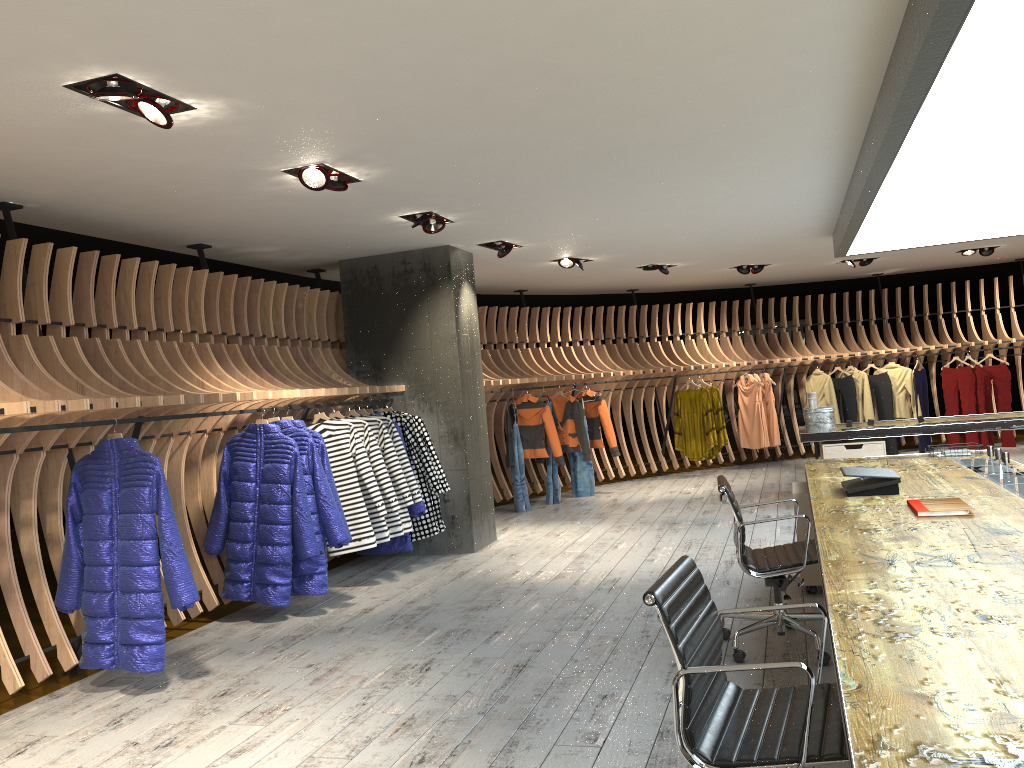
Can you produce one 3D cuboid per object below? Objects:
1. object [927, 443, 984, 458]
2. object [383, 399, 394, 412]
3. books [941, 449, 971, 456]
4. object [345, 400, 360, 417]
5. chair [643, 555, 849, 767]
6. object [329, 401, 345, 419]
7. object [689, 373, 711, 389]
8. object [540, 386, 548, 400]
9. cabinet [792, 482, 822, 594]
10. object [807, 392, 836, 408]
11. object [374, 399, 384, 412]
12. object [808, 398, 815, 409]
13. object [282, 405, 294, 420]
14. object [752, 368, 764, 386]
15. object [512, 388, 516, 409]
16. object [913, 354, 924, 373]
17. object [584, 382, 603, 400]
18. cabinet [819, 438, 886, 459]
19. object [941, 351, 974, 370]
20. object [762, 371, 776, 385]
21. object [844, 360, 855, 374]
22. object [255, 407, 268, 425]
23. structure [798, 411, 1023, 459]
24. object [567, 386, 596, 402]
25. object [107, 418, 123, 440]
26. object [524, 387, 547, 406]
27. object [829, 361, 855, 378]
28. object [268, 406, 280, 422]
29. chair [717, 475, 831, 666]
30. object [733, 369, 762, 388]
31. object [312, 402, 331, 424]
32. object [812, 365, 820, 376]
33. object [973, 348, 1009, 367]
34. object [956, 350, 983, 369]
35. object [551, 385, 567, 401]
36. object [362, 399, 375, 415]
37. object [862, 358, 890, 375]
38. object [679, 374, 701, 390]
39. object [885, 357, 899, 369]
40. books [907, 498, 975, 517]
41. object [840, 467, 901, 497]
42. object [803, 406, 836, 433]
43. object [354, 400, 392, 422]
[{"bbox_3d":[2.869,0.432,5.741,0.302,0.074,0.217,-5,-1,12],"label":"object"},{"bbox_3d":[-1.091,0.284,7.994,0.517,0.313,0.012,-5,-2,17],"label":"object"},{"bbox_3d":[2.872,0.442,5.737,0.155,0.025,0.110,-5,-1,12],"label":"books"},{"bbox_3d":[-1.302,0.287,7.300,0.517,0.313,0.012,-5,-2,17],"label":"object"},{"bbox_3d":[0.732,0.936,2.391,0.667,0.860,0.693,-5,-1,13],"label":"chair"},{"bbox_3d":[-1.380,0.292,7.049,0.517,0.313,0.012,-5,-2,17],"label":"object"},{"bbox_3d":[2.686,-0.021,12.644,0.012,0.270,0.524,-4,-1,-43],"label":"object"},{"bbox_3d":[0.395,0.145,10.957,0.023,0.243,0.549,-5,-1,14],"label":"object"},{"bbox_3d":[2.385,0.938,5.579,1.131,0.630,0.593,-5,-1,17],"label":"cabinet"},{"bbox_3d":[3.133,0.178,8.966,0.262,0.204,0.088,-5,-1,16],"label":"object"},{"bbox_3d":[-1.144,0.289,7.813,0.516,0.316,0.012,-5,-2,17],"label":"object"},{"bbox_3d":[3.009,0.195,8.914,0.062,0.109,0.062,-5,-1,-17],"label":"object"},{"bbox_3d":[-1.616,0.287,6.390,0.525,0.270,0.012,-5,-2,17],"label":"object"},{"bbox_3d":[3.528,-0.094,12.949,0.012,0.270,0.525,-5,-1,-13],"label":"object"},{"bbox_3d":[0.016,0.174,10.484,0.023,0.243,0.549,-5,-1,-1],"label":"object"},{"bbox_3d":[6.027,-0.309,13.151,0.012,0.270,0.525,-6,-1,42],"label":"object"},{"bbox_3d":[0.982,0.112,11.552,0.012,0.270,0.524,-4,-1,-43],"label":"object"},{"bbox_3d":[3.491,0.875,9.112,0.593,0.630,1.132,-5,-1,17],"label":"cabinet"},{"bbox_3d":[6.552,-0.352,13.076,0.012,0.270,0.524,-4,-1,-28],"label":"object"},{"bbox_3d":[3.689,-0.108,12.976,0.012,0.270,0.525,-4,-1,-18],"label":"object"},{"bbox_3d":[5.038,-0.219,13.188,0.012,0.270,0.524,-4,-1,-28],"label":"object"},{"bbox_3d":[-1.726,0.307,6.090,0.523,0.292,0.012,-5,-2,17],"label":"object"},{"bbox_3d":[2.751,0.750,0.303,4.833,0.844,18.477,-5,-1,17],"label":"structure"},{"bbox_3d":[0.802,0.114,11.388,0.549,0.243,0.023,-5,-1,-6],"label":"object"},{"bbox_3d":[-2.127,0.315,4.756,0.525,0.270,0.012,-5,-2,17],"label":"object"},{"bbox_3d":[0.194,0.172,10.737,0.525,0.270,0.012,-5,-2,32],"label":"object"},{"bbox_3d":[4.841,-0.203,13.167,0.012,0.270,0.524,-4,-1,-38],"label":"object"},{"bbox_3d":[-1.653,0.297,6.214,0.523,0.291,0.012,-5,-2,17],"label":"object"},{"bbox_3d":[1.382,0.899,4.504,0.667,0.860,0.693,-5,-1,3],"label":"chair"},{"bbox_3d":[3.415,-0.085,12.914,0.012,0.270,0.524,-4,-1,-38],"label":"object"},{"bbox_3d":[-1.450,0.296,6.824,0.517,0.313,0.012,-5,-2,17],"label":"object"},{"bbox_3d":[4.534,-0.176,13.141,0.012,0.270,0.525,-4,-1,-18],"label":"object"},{"bbox_3d":[6.993,-0.391,12.971,0.012,0.270,0.524,-4,-1,-33],"label":"object"},{"bbox_3d":[6.713,-0.366,13.039,0.012,0.270,0.525,-5,-1,-13],"label":"object"},{"bbox_3d":[0.595,0.144,11.174,0.524,0.270,0.012,-5,-2,37],"label":"object"},{"bbox_3d":[-1.246,0.267,7.679,0.525,0.270,0.012,-5,-2,17],"label":"object"},{"bbox_3d":[5.343,-0.246,13.180,0.524,0.270,0.012,-6,-2,42],"label":"object"},{"bbox_3d":[2.523,-0.008,12.562,0.012,0.270,0.524,-4,-1,-43],"label":"object"},{"bbox_3d":[5.651,-0.274,13.184,0.524,0.270,0.012,-6,-2,42],"label":"object"},{"bbox_3d":[1.812,0.521,3.762,0.213,0.026,0.366,-5,-1,18],"label":"books"},{"bbox_3d":[1.805,0.486,4.477,0.261,0.111,0.373,-5,-1,17],"label":"object"},{"bbox_3d":[3.128,0.359,9.024,0.302,0.239,0.498,-5,-1,18],"label":"object"},{"bbox_3d":[-1.248,0.284,7.470,0.517,0.313,0.012,-5,-2,17],"label":"object"}]
